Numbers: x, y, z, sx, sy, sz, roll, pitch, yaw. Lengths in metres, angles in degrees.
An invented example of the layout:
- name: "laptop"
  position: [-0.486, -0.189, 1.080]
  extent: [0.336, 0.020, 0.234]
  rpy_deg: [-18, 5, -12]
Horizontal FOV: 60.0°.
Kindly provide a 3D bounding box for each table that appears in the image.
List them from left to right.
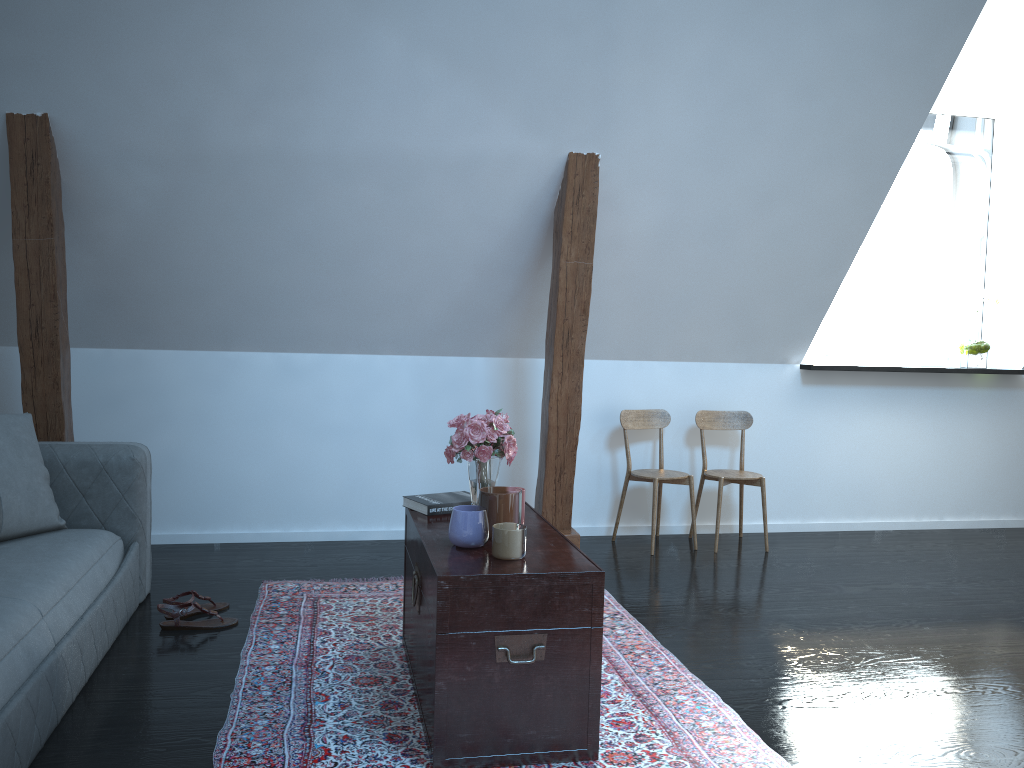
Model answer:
- name: "table"
  position: [-0.064, 0.682, 2.654]
  extent: [0.471, 0.492, 0.962]
  rpy_deg: [1, 3, -12]

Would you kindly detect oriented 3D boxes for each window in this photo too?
- name: "window"
  position: [4.666, -2.017, 2.722]
  extent: [8.018, 4.249, 5.959]
  rpy_deg: [1, 3, -12]

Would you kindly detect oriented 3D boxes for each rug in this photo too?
- name: "rug"
  position: [-0.086, 0.923, 2.635]
  extent: [1.512, 0.029, 2.647]
  rpy_deg: [1, 3, -12]

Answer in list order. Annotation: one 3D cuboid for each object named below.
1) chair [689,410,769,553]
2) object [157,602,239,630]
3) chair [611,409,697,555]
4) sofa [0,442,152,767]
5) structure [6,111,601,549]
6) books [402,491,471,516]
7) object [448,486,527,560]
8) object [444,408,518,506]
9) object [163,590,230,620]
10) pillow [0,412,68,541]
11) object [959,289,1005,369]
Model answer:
- name: "chair"
  position: [1.148, 0.499, 4.655]
  extent: [0.329, 0.696, 0.342]
  rpy_deg: [1, 3, -10]
- name: "object"
  position: [-1.120, 0.824, 3.170]
  extent: [0.277, 0.090, 0.101]
  rpy_deg: [0, 4, -23]
- name: "chair"
  position: [0.750, 0.491, 4.592]
  extent: [0.329, 0.696, 0.342]
  rpy_deg: [0, 4, -29]
- name: "sofa"
  position: [-1.740, 0.520, 2.295]
  extent: [1.107, 0.770, 2.458]
  rpy_deg: [1, 3, -12]
- name: "structure"
  position: [3.966, -0.071, 5.171]
  extent: [12.350, 1.963, 1.023]
  rpy_deg: [1, 3, -12]
- name: "books"
  position: [-0.219, 0.399, 2.980]
  extent: [0.243, 0.034, 0.179]
  rpy_deg: [-1, 4, -34]
- name: "object"
  position: [-0.068, 0.381, 2.516]
  extent: [0.215, 0.138, 0.413]
  rpy_deg: [2, 3, 0]
- name: "object"
  position: [-0.105, 0.252, 2.863]
  extent: [0.234, 0.351, 0.235]
  rpy_deg: [4, 4, 38]
- name: "object"
  position: [-1.184, 0.813, 3.317]
  extent: [0.101, 0.090, 0.277]
  rpy_deg: [4, 4, 35]
- name: "pillow"
  position: [-1.644, 0.344, 2.324]
  extent: [0.444, 0.515, 2.075]
  rpy_deg: [1, 3, -12]
- name: "object"
  position: [2.731, -0.321, 5.160]
  extent: [0.131, 0.461, 0.309]
  rpy_deg: [2, 3, 7]
